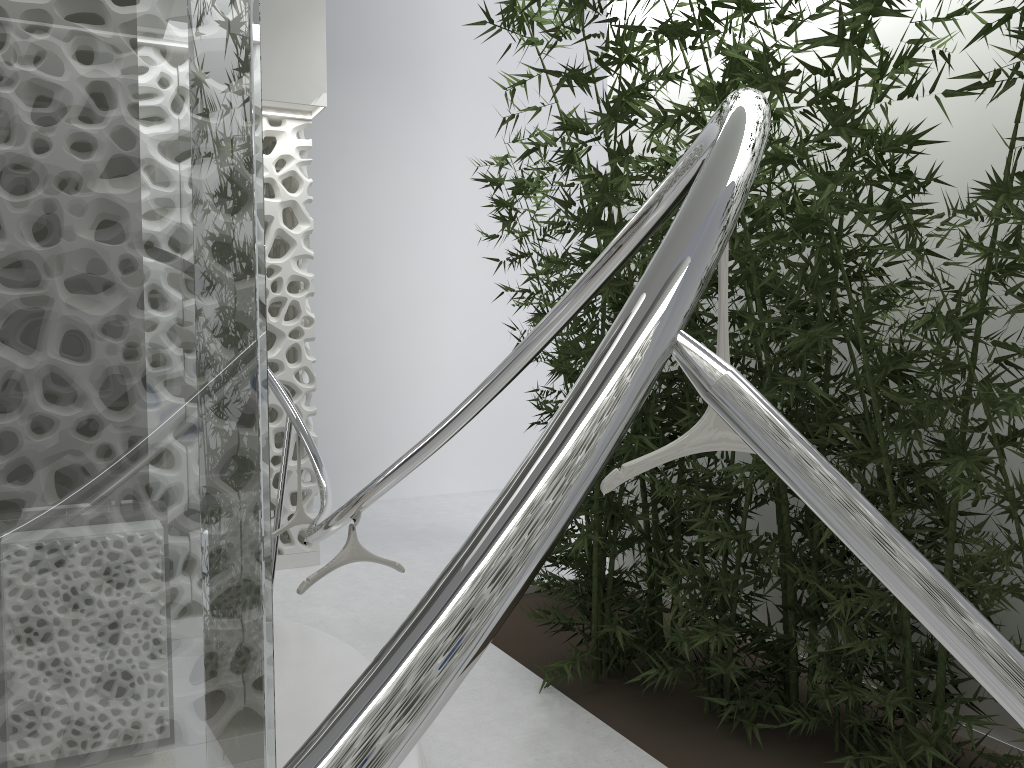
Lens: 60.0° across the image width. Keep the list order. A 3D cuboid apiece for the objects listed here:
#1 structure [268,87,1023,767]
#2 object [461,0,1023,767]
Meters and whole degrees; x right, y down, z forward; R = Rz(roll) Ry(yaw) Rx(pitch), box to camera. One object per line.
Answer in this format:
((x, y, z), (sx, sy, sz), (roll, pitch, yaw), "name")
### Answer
((-2.458, 0.462, 2.045), (5.250, 2.080, 5.433), (-2, 3, -31), "structure")
((0.882, -0.547, 3.252), (4.097, 4.038, 4.664), (1, 3, 22), "object")
